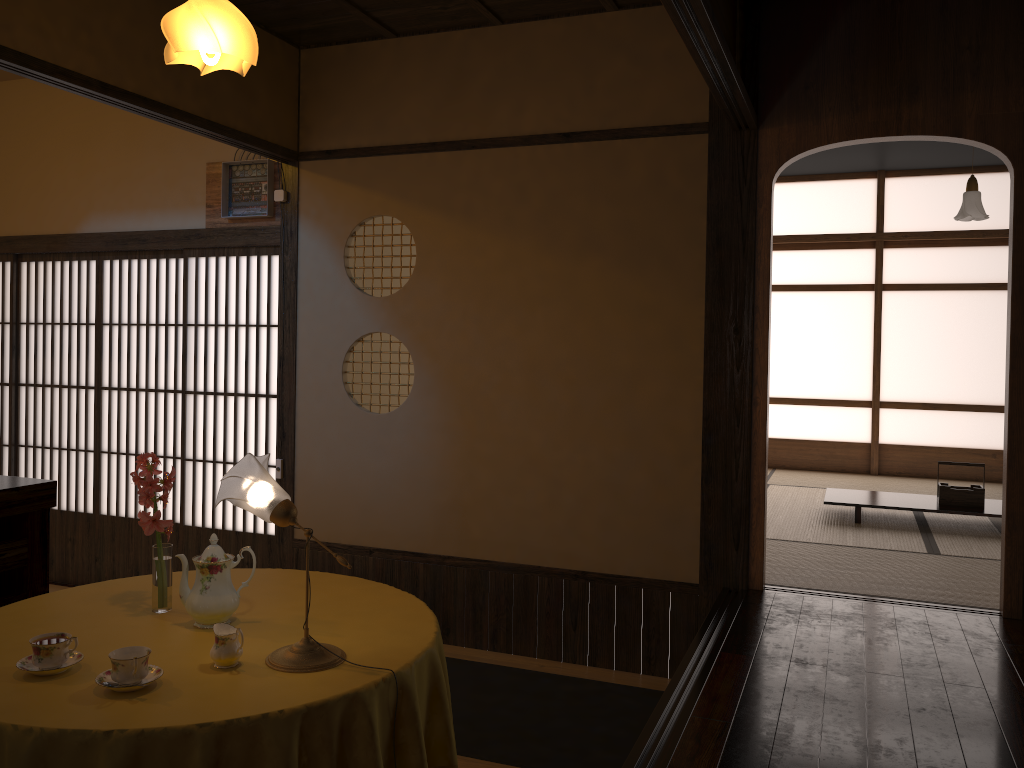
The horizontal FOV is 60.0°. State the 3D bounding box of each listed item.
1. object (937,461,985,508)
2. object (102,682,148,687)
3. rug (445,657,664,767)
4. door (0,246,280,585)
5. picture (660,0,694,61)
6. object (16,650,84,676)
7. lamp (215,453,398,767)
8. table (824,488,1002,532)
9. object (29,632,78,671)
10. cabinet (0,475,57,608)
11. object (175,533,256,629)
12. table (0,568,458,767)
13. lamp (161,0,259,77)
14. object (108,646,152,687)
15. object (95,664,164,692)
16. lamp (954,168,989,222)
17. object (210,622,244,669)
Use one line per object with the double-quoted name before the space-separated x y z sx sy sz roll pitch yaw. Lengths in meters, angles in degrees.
"object" 2.777 0.614 5.485 0.260 0.258 0.150 2 1 21
"object" -0.861 0.668 1.966 0.126 0.019 0.029 2 2 25
"rug" -0.742 1.303 3.900 2.955 0.005 0.902 2 3 21
"door" -2.470 0.214 5.274 2.649 1.999 0.066 2 1 21
"picture" 0.233 -1.353 2.126 0.117 0.565 2.045 1 2 21
"object" -1.096 0.667 2.104 0.144 0.024 0.144 0 3 -19
"lamp" -0.510 0.778 2.211 0.512 1.202 0.198 1 1 21
"table" 2.597 0.796 5.555 1.200 0.118 0.600 2 3 21
"object" -1.092 0.635 2.101 0.090 0.076 0.099 -1 2 -44
"cabinet" -2.266 0.860 2.262 0.489 0.970 2.187 1 2 21
"object" -0.826 0.542 2.472 0.163 0.252 0.154 2 1 34
"table" -0.867 1.016 2.439 1.444 0.695 1.444 2 2 21
"lamp" -0.820 -1.278 2.428 0.249 0.810 0.277 2 1 43
"object" -0.870 0.643 2.012 0.090 0.076 0.099 1 2 6
"object" -0.870 0.675 2.017 0.144 0.024 0.144 0 3 -19
"lamp" 2.839 -1.410 5.459 0.196 0.798 0.225 2 1 29
"object" -0.692 0.635 2.161 0.083 0.098 0.078 1 1 -10
